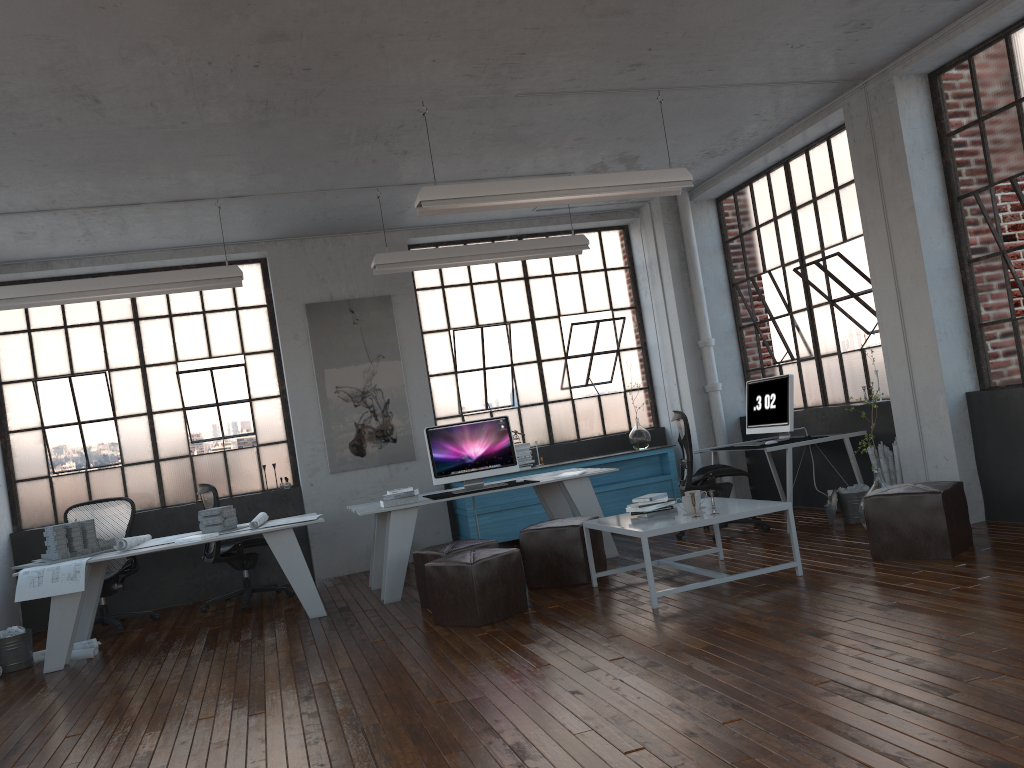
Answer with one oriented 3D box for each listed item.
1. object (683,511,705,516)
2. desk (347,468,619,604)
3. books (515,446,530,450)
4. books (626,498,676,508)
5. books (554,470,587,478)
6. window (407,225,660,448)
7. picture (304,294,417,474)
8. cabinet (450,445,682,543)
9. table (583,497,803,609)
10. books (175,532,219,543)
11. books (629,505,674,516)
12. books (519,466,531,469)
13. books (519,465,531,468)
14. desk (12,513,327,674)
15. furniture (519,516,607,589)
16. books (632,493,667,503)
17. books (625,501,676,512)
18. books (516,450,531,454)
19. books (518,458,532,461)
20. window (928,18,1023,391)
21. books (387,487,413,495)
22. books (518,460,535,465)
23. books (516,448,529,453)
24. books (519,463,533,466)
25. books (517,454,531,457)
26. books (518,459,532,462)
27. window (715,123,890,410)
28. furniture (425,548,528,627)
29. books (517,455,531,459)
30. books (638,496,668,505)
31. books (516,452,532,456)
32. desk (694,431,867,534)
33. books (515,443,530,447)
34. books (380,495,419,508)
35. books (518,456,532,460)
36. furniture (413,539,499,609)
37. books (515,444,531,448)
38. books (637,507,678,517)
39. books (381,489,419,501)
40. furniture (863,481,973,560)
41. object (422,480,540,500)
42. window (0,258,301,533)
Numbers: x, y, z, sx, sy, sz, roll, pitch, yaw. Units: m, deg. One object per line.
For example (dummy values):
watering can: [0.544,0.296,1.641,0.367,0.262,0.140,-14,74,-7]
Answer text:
object: [1.129,0.803,5.504,0.137,0.003,0.137,-9,-3,5]
desk: [-0.224,1.204,7.305,2.075,0.704,1.077,-8,-2,-16]
books: [0.029,0.660,8.989,0.273,0.021,0.174,-8,-3,-16]
books: [0.912,0.776,5.795,0.275,0.014,0.200,-8,-3,-16]
books: [0.475,0.728,7.164,0.205,0.019,0.243,-10,-3,24]
window: [0.257,-0.464,9.469,2.588,2.389,0.671,-8,-1,-16]
picture: [-1.466,-0.011,8.608,0.852,1.649,0.025,-8,-1,-16]
cabinet: [0.558,1.157,8.972,2.260,0.732,0.628,-8,-2,-16]
table: [1.113,1.040,5.661,0.990,0.444,0.974,-8,-3,-16]
books: [-2.293,1.119,6.456,0.235,0.024,0.200,-10,-3,20]
books: [0.907,0.819,5.795,0.274,0.025,0.210,-9,-3,4]
books: [0.040,0.836,8.749,0.248,0.014,0.187,-8,-3,-18]
books: [0.039,0.824,8.757,0.251,0.012,0.202,-8,-3,-15]
desk: [-2.428,1.510,6.656,2.054,0.697,1.066,-8,-2,-16]
furniture: [0.372,1.207,6.391,0.503,0.460,0.503,-10,-2,22]
books: [0.894,0.739,5.763,0.141,0.026,0.201,-11,-4,44]
books: [0.905,0.796,5.795,0.271,0.031,0.201,-6,-4,-41]
books: [0.034,0.706,9.005,0.288,0.016,0.183,-8,-3,-16]
books: [0.035,0.778,9.000,0.288,0.016,0.183,-8,-3,-16]
window: [3.495,-1.185,5.040,0.669,2.389,2.595,-8,-2,-16]
books: [-0.866,0.825,6.849,0.185,0.030,0.153,-8,-3,-16]
books: [0.049,0.807,8.987,0.330,0.025,0.176,-8,-3,-16]
books: [0.009,0.688,8.999,0.295,0.028,0.180,-8,-3,-16]
books: [0.052,0.826,8.976,0.285,0.012,0.160,-8,-3,-16]
books: [0.047,0.735,8.984,0.254,0.012,0.161,-8,-3,-16]
books: [0.058,0.788,8.990,0.254,0.013,0.161,-8,-3,-16]
window: [2.655,-0.909,7.996,0.669,2.389,2.595,-8,-2,-16]
furniture: [-0.222,1.274,5.575,0.472,0.431,0.470,-11,-3,42]
books: [0.037,0.749,8.986,0.285,0.012,0.160,-8,-3,-16]
books: [0.919,0.758,5.766,0.185,0.026,0.125,-9,-3,14]
books: [0.049,0.720,8.994,0.262,0.017,0.168,-8,-3,-16]
desk: [2.310,0.833,7.622,0.932,0.688,1.229,-8,-3,-16]
books: [0.020,0.626,8.977,0.288,0.016,0.183,-8,-3,-16]
books: [-0.871,0.905,6.851,0.271,0.050,0.201,-8,-3,-16]
books: [0.062,0.758,8.984,0.256,0.013,0.161,-8,-3,-16]
furniture: [-0.368,1.322,6.171,0.479,0.439,0.481,-7,-3,-38]
books: [0.025,0.642,8.989,0.288,0.016,0.183,-8,-3,-16]
books: [0.945,0.836,5.792,0.217,0.028,0.172,-8,-3,-16]
books: [-0.859,0.855,6.833,0.257,0.044,0.193,-9,-3,4]
furniture: [2.510,0.850,5.481,0.504,0.460,0.502,-11,-3,41]
object: [-0.261,0.849,7.148,0.847,0.008,0.688,-8,-3,-15]
window: [-3.454,0.056,8.378,2.588,2.389,0.671,-8,-1,-16]
